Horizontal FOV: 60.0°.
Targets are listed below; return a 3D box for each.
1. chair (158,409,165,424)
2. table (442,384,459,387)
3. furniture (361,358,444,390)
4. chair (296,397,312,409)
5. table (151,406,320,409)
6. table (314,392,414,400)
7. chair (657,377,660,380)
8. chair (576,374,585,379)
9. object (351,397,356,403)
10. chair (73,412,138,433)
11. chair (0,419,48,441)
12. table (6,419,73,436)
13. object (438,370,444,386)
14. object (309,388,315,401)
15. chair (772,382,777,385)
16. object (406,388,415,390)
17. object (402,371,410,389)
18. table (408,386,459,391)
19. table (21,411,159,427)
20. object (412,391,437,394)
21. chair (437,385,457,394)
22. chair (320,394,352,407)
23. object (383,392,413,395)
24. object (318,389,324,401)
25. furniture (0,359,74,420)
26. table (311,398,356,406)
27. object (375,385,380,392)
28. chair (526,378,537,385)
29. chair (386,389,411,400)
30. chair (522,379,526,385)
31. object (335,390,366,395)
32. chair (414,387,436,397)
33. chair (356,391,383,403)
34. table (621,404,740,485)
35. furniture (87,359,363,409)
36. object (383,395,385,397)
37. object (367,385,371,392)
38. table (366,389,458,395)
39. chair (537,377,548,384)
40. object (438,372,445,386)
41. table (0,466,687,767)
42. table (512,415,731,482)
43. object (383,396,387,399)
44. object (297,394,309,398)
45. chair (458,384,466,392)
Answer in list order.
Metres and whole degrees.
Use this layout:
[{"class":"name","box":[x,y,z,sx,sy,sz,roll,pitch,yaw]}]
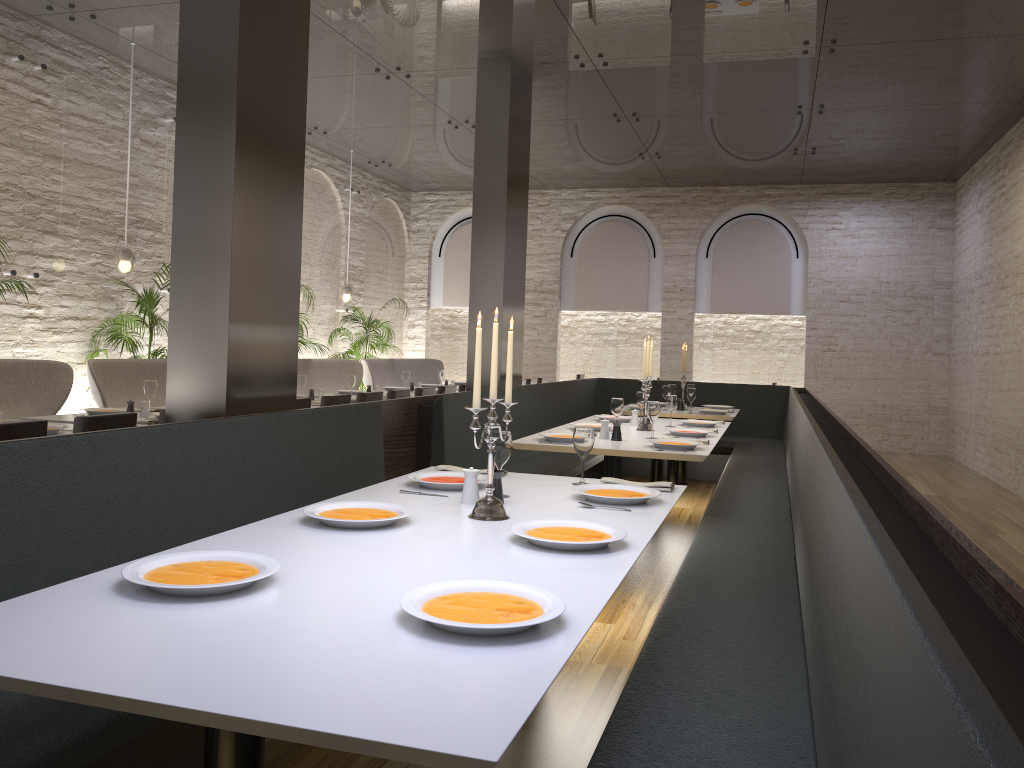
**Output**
[{"class":"chair","box":[-2.017,0.569,4.895,0.566,0.906,0.412,2,0,17]},{"class":"table","box":[-0.473,0.401,12.340,0.936,0.760,1.010,2,1,17]},{"class":"furniture","box":[-1.314,0.212,12.136,0.707,1.097,2.584,2,2,17]},{"class":"chair","box":[-1.694,0.537,5.980,0.566,0.906,0.412,2,0,17]},{"class":"table","box":[-2.096,0.560,6.882,0.936,0.760,1.010,2,1,17]},{"class":"table","box":[-1.431,0.495,9.117,0.936,0.760,1.010,2,1,17]},{"class":"chair","box":[2.635,0.355,14.405,0.566,0.906,0.412,2,0,17]},{"class":"chair","box":[0.907,0.275,14.919,0.566,0.906,0.412,2,0,17]},{"class":"object","box":[-1.497,0.145,7.917,0.321,0.036,0.322,2,2,-5]},{"class":"chair","box":[-2.186,0.586,4.325,0.566,0.906,0.412,2,0,17]},{"class":"chair","box":[-2.347,0.601,3.784,0.566,0.906,0.412,2,0,17]},{"class":"table","box":[-2.750,0.624,4.680,0.936,0.760,1.010,2,1,17]},{"class":"object","box":[-0.889,-0.059,11.089,0.086,0.231,0.086,2,0,-44]},{"class":"object","box":[-1.796,0.094,7.938,0.059,0.109,0.059,2,0,8]},{"class":"chair","box":[3.892,0.413,14.031,0.566,0.906,0.412,2,0,17]},{"class":"object","box":[-1.245,0.055,10.590,0.273,0.033,0.142,3,2,17]},{"class":"object","box":[-1.202,-0.028,10.037,0.086,0.231,0.086,2,0,-44]},{"class":"table","box":[-0.798,0.433,11.247,0.936,0.760,1.010,2,1,17]},{"class":"table","box":[-2.427,0.593,5.766,0.936,0.760,1.010,2,1,17]},{"class":"object","box":[-0.949,0.098,9.768,0.273,0.033,0.142,3,2,17]},{"class":"chair","box":[-0.874,0.457,8.740,0.566,0.906,0.412,2,0,17]},{"class":"chair","box":[-1.525,0.521,6.549,0.566,0.906,0.412,2,0,17]},{"class":"object","box":[-1.164,0.112,9.040,0.321,0.036,0.322,2,2,-5]},{"class":"object","box":[-1.715,0.096,7.962,0.059,0.109,0.059,2,0,8]},{"class":"furniture","box":[-3.685,0.444,4.165,0.709,1.097,4.476,2,2,17]},{"class":"table","box":[-1.765,0.528,7.995,0.936,0.760,1.010,2,1,17]},{"class":"object","box":[-1.382,0.063,9.085,0.059,0.109,0.059,2,0,8]},{"class":"chair","box":[0.015,0.370,11.728,0.566,0.906,0.412,2,0,17]},{"class":"chair","box":[-1.204,0.489,7.628,0.566,0.906,0.412,2,0,17]},{"class":"chair","box":[-0.145,0.385,11.190,0.566,0.906,0.412,2,0,17]},{"class":"object","box":[-1.678,0.088,9.195,0.321,0.036,0.322,2,2,-5]},{"class":"chair","box":[-1.036,0.473,8.195,0.566,0.906,0.412,2,0,17]},{"class":"chair","box":[-1.365,0.505,7.087,0.566,0.906,0.412,2,0,17]},{"class":"table","box":[1.581,0.625,8.479,1.101,0.760,1.188,2,2,17]},{"class":"furniture","box":[-2.363,0.314,8.612,0.709,1.097,4.476,2,2,17]},{"class":"object","box":[-1.221,0.124,8.866,0.181,0.015,0.038,3,2,18]},{"class":"object","box":[-1.462,0.061,9.061,0.059,0.109,0.059,2,0,8]},{"class":"table","box":[-1.112,0.464,10.189,0.936,0.760,1.010,2,1,17]},{"class":"chair","box":[0.179,0.354,12.281,0.566,0.906,0.412,2,0,17]},{"class":"object","box":[-0.829,-0.029,10.399,0.086,0.231,0.086,2,0,-44]},{"class":"table","box":[-0.197,0.799,2.497,1.101,0.760,2.539,2,2,16]},{"class":"table","box":[0.853,0.696,6.029,1.101,0.760,2.539,2,2,16]},{"class":"object","box":[-1.268,0.129,8.696,0.273,0.033,0.142,3,2,17]},{"class":"object","box":[-2.012,0.121,8.073,0.321,0.036,0.322,2,2,-5]},{"class":"chair","box":[-0.706,0.440,9.305,0.566,0.906,0.412,2,0,17]}]
